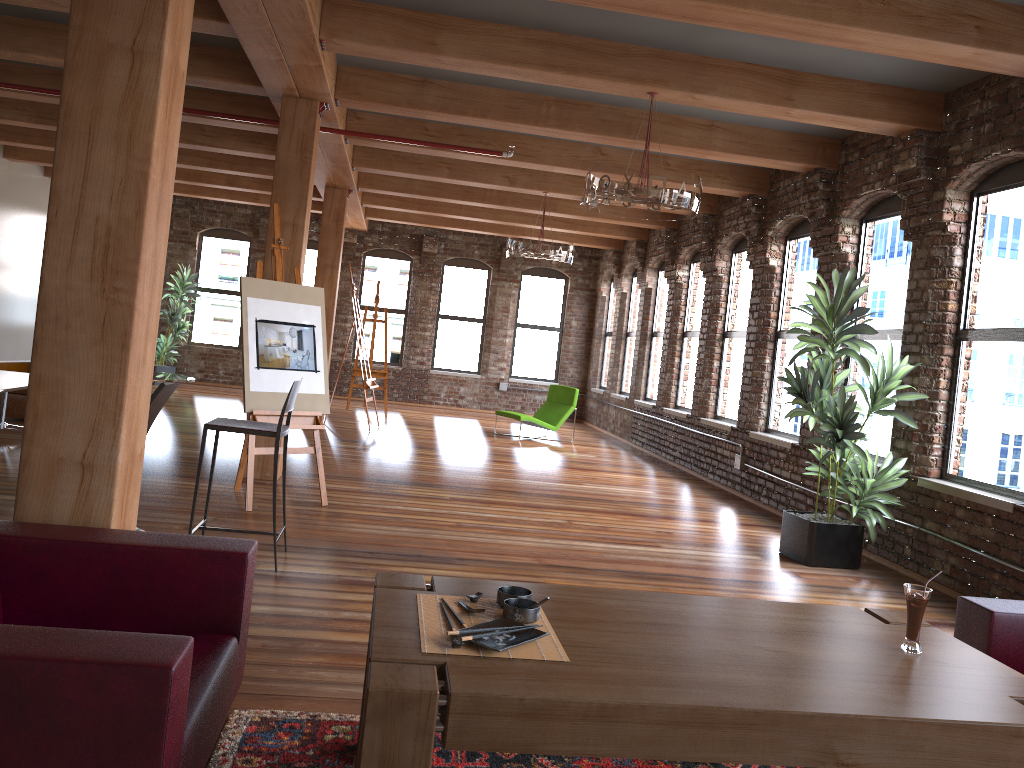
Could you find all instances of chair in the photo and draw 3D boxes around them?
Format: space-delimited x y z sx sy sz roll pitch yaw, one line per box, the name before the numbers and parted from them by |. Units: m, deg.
chair | -4.769 0.010 9.192 1.064 0.735 0.831 6 1 2
chair | -1.175 0.765 2.178 0.865 0.593 1.072 6 2 -8
chair | -1.410 0.440 4.730 0.466 0.982 0.430 6 0 -8
chair | 1.996 1.095 2.579 0.865 0.593 1.072 6 2 -8
chair | 0.345 0.390 12.729 0.954 0.796 0.682 5 1 -33

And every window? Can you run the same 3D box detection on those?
window | 2.532 -0.605 10.056 0.236 2.215 0.969 6 0 -8
window | 3.110 -0.358 5.692 0.235 2.215 0.969 6 0 -8
window | -3.843 -1.555 16.265 0.968 2.228 0.221 6 0 -8
window | -2.398 -1.405 16.458 0.968 2.228 0.221 6 0 -8
window | -5.296 -1.738 16.138 0.968 2.170 0.086 6 0 -8
window | 2.144 -0.769 12.961 0.233 2.215 0.969 6 0 -8
window | 1.951 -0.851 14.417 0.231 2.215 0.969 6 0 -8
window | 1.754 -0.934 15.897 0.232 2.215 0.969 6 0 -8
window | 2.722 -0.523 8.601 0.232 2.215 0.969 6 0 -8
window | 2.335 -0.687 11.510 0.230 2.215 0.969 6 0 -8
window | 2.917 -0.440 7.146 0.235 2.215 0.969 6 0 -8
window | -0.948 -1.260 16.653 0.968 2.219 0.219 6 0 -8
window | 0.517 -1.108 16.849 0.968 2.219 0.219 6 0 -8

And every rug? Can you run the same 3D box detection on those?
rug | 0.401 1.228 2.365 2.460 0.009 1.345 6 2 -7

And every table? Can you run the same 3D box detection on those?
table | -4.324 0.231 7.167 0.939 0.560 1.873 6 2 -8
table | -2.121 0.399 4.726 0.722 0.924 0.721 6 1 17
table | 0.475 0.961 2.380 1.749 0.550 0.901 6 2 -8

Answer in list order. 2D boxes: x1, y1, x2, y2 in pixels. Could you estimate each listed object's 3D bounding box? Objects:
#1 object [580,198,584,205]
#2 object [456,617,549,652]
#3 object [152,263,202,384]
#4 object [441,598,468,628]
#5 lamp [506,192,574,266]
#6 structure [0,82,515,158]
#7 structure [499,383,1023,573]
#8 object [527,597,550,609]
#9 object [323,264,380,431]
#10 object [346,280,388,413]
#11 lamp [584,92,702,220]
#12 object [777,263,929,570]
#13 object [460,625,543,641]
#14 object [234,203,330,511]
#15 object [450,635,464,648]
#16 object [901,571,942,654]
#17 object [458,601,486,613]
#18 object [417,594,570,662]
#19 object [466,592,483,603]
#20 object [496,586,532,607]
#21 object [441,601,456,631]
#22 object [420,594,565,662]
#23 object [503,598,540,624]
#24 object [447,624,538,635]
object | 0.898 -2.174 10.540 0.145 0.072 0.147 6 2 -8
object | -0.028 0.625 2.198 0.154 0.018 0.212 8 3 37
object | -6.004 -1.064 15.252 1.078 2.104 0.969 6 0 -30
object | -0.156 0.610 2.364 0.007 0.008 0.271 6 2 -18
lamp | 0.360 -1.848 10.434 0.811 0.815 0.808 7 1 28
structure | -3.333 -2.488 7.733 6.803 0.112 0.051 6 0 -8
structure | 2.223 0.663 10.226 1.631 0.313 13.732 6 2 -15
object | 0.048 0.587 2.357 0.045 0.080 0.138 6 2 -42
object | -2.027 -0.501 11.683 0.685 2.141 0.661 6 0 2
object | -2.285 -0.649 14.527 0.661 2.141 0.685 6 0 -13
lamp | 0.932 -1.604 6.123 0.811 0.815 0.807 7 1 35
object | 2.346 0.222 6.342 0.967 2.104 1.080 6 0 5
object | -0.020 0.614 2.195 0.269 0.008 0.007 4 2 -42
object | -1.665 -0.239 6.365 0.686 2.141 0.700 6 0 42
object | -0.132 0.616 2.106 0.018 0.021 0.059 6 2 -21
object | 1.144 0.637 2.487 0.095 0.232 0.075 6 0 25
object | -0.113 0.601 2.403 0.045 0.030 0.153 6 2 -23
object | -0.066 0.627 2.309 0.352 0.001 0.470 6 2 -8
object | -0.106 0.603 2.496 0.018 0.021 0.059 7 2 34
object | 0.007 0.604 2.496 0.099 0.043 0.098 7 2 18
object | -0.169 0.610 2.326 0.007 0.008 0.271 6 2 -12
object | -0.068 0.627 2.309 0.332 0.003 0.471 6 2 -8
object | 0.025 0.611 2.379 0.099 0.043 0.098 7 2 30
object | -0.044 0.611 2.210 0.269 0.008 0.007 5 2 -33
